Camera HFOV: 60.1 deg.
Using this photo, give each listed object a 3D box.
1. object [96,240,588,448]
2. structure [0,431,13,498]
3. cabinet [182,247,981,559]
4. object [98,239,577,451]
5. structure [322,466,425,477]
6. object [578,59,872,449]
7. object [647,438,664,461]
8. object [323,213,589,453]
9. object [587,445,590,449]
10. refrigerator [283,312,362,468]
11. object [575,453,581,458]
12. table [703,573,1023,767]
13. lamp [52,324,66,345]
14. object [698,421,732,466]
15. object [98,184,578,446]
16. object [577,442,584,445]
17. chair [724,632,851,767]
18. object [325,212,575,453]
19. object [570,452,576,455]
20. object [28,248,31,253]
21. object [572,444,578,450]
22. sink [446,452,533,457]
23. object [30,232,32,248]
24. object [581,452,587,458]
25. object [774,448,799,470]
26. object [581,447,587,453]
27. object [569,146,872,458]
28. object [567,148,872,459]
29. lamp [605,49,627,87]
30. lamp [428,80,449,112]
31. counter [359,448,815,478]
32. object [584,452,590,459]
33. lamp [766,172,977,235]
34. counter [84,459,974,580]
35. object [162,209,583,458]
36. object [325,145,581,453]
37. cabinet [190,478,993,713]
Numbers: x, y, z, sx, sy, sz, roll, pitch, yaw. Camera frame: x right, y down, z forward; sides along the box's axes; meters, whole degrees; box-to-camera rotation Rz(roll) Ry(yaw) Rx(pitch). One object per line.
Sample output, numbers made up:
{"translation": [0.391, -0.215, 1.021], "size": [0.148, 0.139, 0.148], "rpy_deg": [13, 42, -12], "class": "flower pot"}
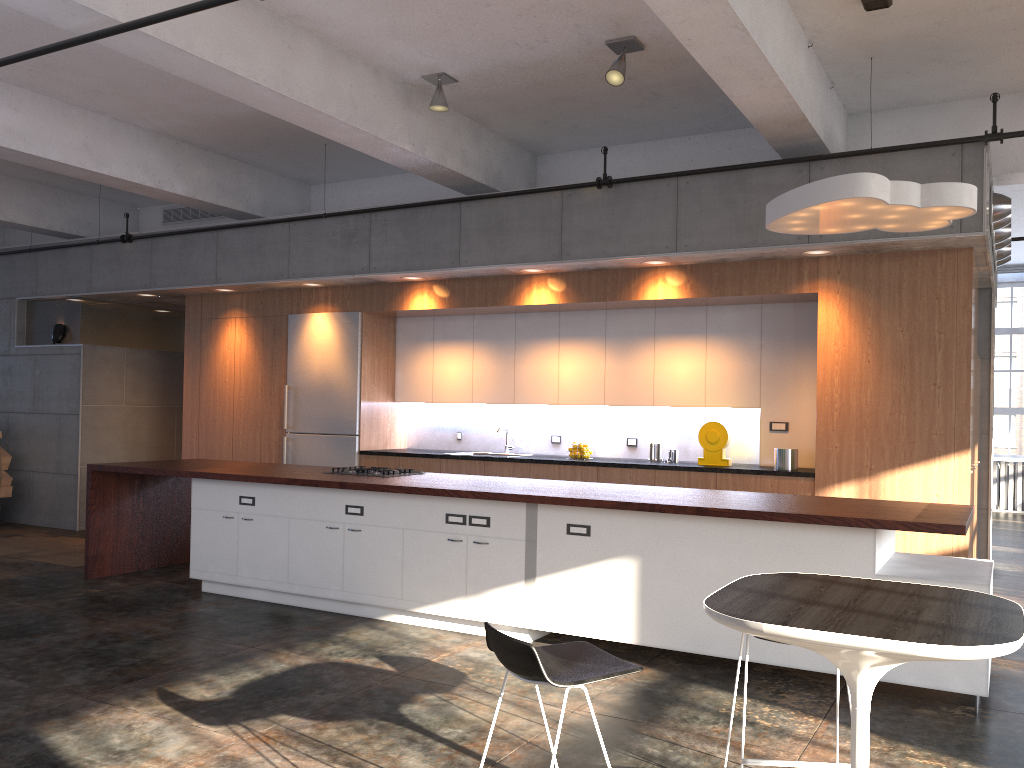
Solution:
{"translation": [0.681, 0.569, 8.207], "size": [0.052, 0.051, 0.064], "rpy_deg": [1, -1, 21], "class": "object"}
{"translation": [-6.739, 1.008, 10.482], "size": [1.879, 1.315, 0.649], "rpy_deg": [0, -1, 28], "class": "structure"}
{"translation": [0.355, 0.319, 9.255], "size": [7.963, 2.562, 2.422], "rpy_deg": [0, -1, 28], "class": "cabinet"}
{"translation": [-2.009, -0.500, 9.084], "size": [5.570, 2.190, 0.057], "rpy_deg": [1, -1, 17], "class": "object"}
{"translation": [-1.086, 0.700, 6.988], "size": [0.628, 0.072, 0.521], "rpy_deg": [0, -2, 29], "class": "structure"}
{"translation": [0.635, 0.571, 8.180], "size": [0.059, 0.060, 0.051], "rpy_deg": [2, -1, -38], "class": "object"}
{"translation": [1.316, 0.596, 8.096], "size": [0.142, 0.209, 0.061], "rpy_deg": [1, -1, 28], "class": "object"}
{"translation": [0.684, 0.614, 8.228], "size": [0.061, 0.053, 0.053], "rpy_deg": [0, -1, 36], "class": "object"}
{"translation": [0.701, 0.594, 8.279], "size": [0.054, 0.052, 0.061], "rpy_deg": [1, -1, -13], "class": "object"}
{"translation": [-1.934, 0.370, 9.158], "size": [0.940, 2.190, 0.223], "rpy_deg": [1, -1, 25], "class": "refrigerator"}
{"translation": [0.612, 0.663, 8.195], "size": [0.053, 0.053, 0.062], "rpy_deg": [1, -1, 16], "class": "object"}
{"translation": [1.001, 1.106, 2.551], "size": [0.814, 0.951, 0.843], "rpy_deg": [1, -1, 29], "class": "table"}
{"translation": [-5.354, -0.582, 10.484], "size": [0.170, 0.258, 0.213], "rpy_deg": [1, -1, 10], "class": "lamp"}
{"translation": [1.734, 0.509, 7.572], "size": [0.269, 0.381, 0.101], "rpy_deg": [1, -1, 28], "class": "object"}
{"translation": [0.592, 0.568, 8.306], "size": [0.060, 0.059, 0.050], "rpy_deg": [2, -1, -27], "class": "object"}
{"translation": [-3.842, -0.525, 10.058], "size": [9.760, 2.164, 0.059], "rpy_deg": [0, -1, 22], "class": "object"}
{"translation": [1.031, 1.217, 3.253], "size": [0.462, 0.895, 0.507], "rpy_deg": [1, -1, 6], "class": "chair"}
{"translation": [-0.597, -0.496, 8.299], "size": [2.407, 2.228, 0.053], "rpy_deg": [1, 0, 3], "class": "object"}
{"translation": [0.568, 0.644, 8.266], "size": [0.061, 0.053, 0.052], "rpy_deg": [1, -1, 11], "class": "object"}
{"translation": [0.655, 0.629, 8.289], "size": [0.063, 0.053, 0.051], "rpy_deg": [2, -1, -18], "class": "object"}
{"translation": [-2.554, -0.505, 9.338], "size": [6.777, 2.168, 0.054], "rpy_deg": [1, -1, 20], "class": "object"}
{"translation": [-0.224, 0.776, 8.573], "size": [0.716, 0.192, 0.532], "rpy_deg": [0, -2, 28], "class": "sink"}
{"translation": [0.658, 0.583, 8.317], "size": [0.064, 0.053, 0.051], "rpy_deg": [1, -1, -14], "class": "object"}
{"translation": [0.669, 0.658, 8.187], "size": [0.052, 0.057, 0.059], "rpy_deg": [2, -1, -24], "class": "object"}
{"translation": [2.216, 0.607, 7.159], "size": [0.192, 0.170, 0.189], "rpy_deg": [1, -1, -13], "class": "object"}
{"translation": [-3.566, -0.438, 12.061], "size": [11.565, 2.209, 0.063], "rpy_deg": [0, -1, 42], "class": "object"}
{"translation": [1.523, -0.478, 7.193], "size": [0.058, 2.309, 2.856], "rpy_deg": [2, -1, -42], "class": "object"}
{"translation": [-4.060, 1.163, 12.549], "size": [12.912, 1.214, 0.969], "rpy_deg": [0, -2, 39], "class": "object"}
{"translation": [0.693, -2.122, 5.892], "size": [0.131, 0.287, 0.224], "rpy_deg": [1, -1, 13], "class": "lamp"}
{"translation": [-0.548, -2.180, 6.671], "size": [0.158, 0.216, 0.153], "rpy_deg": [2, -1, -24], "class": "lamp"}
{"translation": [0.803, 0.725, 8.570], "size": [4.381, 0.039, 1.636], "rpy_deg": [0, -2, 28], "class": "counter"}
{"translation": [0.689, 0.666, 8.245], "size": [0.074, 0.063, 0.063], "rpy_deg": [1, -1, -6], "class": "object"}
{"translation": [2.126, -1.039, 5.297], "size": [1.091, 0.130, 0.997], "rpy_deg": [2, -2, -15], "class": "lamp"}
{"translation": [-0.392, 1.186, 6.365], "size": [6.538, 0.971, 1.163], "rpy_deg": [0, -1, 28], "class": "counter"}
{"translation": [-1.849, -0.752, 9.678], "size": [5.846, 2.867, 0.059], "rpy_deg": [0, -1, 29], "class": "object"}
{"translation": [0.628, 0.609, 8.216], "size": [0.051, 0.053, 0.063], "rpy_deg": [2, -1, -23], "class": "object"}
{"translation": [0.132, 1.217, 6.072], "size": [5.548, 0.930, 0.939], "rpy_deg": [0, -1, 28], "class": "cabinet"}
